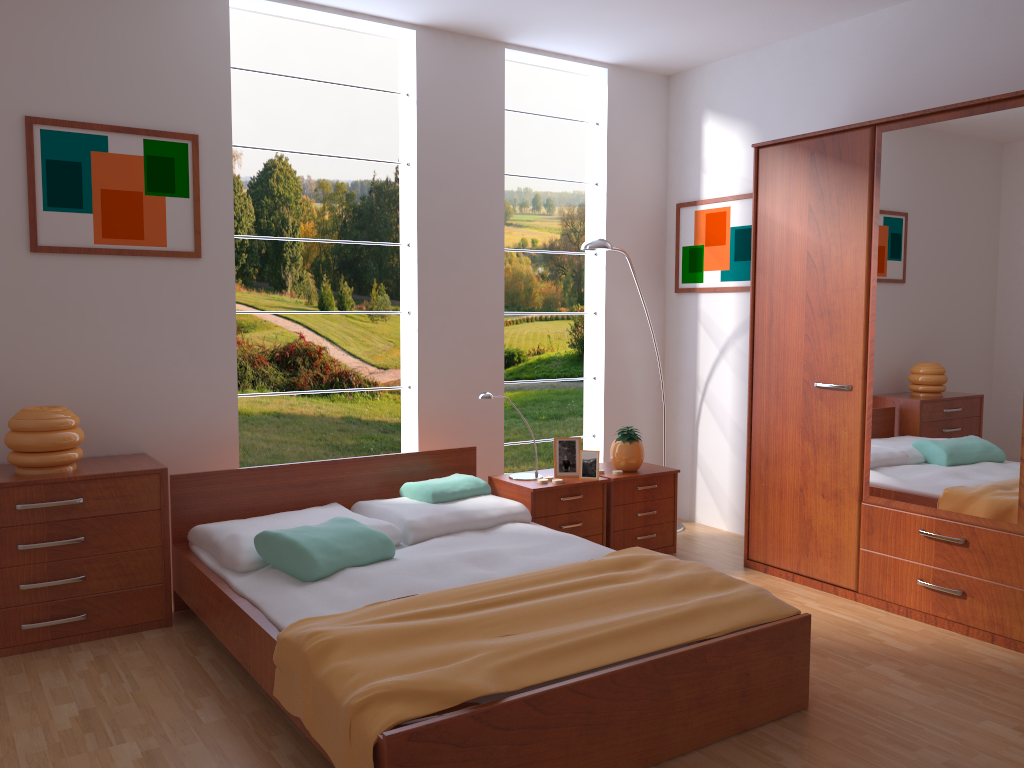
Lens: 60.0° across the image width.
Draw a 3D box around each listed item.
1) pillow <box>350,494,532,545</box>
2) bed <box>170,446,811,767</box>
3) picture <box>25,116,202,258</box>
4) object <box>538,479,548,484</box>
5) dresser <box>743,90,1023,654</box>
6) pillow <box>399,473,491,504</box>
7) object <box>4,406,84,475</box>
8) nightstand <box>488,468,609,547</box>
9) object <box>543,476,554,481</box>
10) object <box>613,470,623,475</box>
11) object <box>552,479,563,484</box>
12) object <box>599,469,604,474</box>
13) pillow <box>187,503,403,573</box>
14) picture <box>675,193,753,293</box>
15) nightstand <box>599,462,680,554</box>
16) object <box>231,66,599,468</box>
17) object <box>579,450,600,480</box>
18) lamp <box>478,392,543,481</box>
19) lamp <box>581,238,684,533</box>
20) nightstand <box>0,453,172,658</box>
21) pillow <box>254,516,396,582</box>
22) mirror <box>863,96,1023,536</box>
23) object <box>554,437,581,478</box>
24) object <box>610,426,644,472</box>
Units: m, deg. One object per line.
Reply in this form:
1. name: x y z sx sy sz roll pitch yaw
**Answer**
1. pillow: -0.308 0.574 3.886 0.630 0.182 0.574 -3 6 -35
2. bed: -0.168 0.677 3.183 1.632 0.560 1.990 -3 6 -33
3. picture: -1.598 -0.781 3.592 0.645 0.517 0.030 -3 6 -33
4. object: 0.143 0.451 4.109 0.049 0.018 0.049 4 6 43
5. dresser: 1.855 -0.048 3.462 0.487 2.004 2.017 -3 6 -33
6. pillow: -0.300 0.479 3.971 0.322 0.116 0.276 -3 6 -37
7. object: -1.743 0.207 3.310 0.264 0.244 0.264 -1 5 -17
8. nightstand: 0.171 0.667 4.252 0.439 0.442 0.377 -3 6 -33
9. object: 0.171 0.446 4.179 0.049 0.018 0.049 4 6 43
10. object: 0.517 0.434 4.339 0.049 0.018 0.049 4 6 43
11. object: 0.211 0.452 4.105 0.049 0.018 0.049 4 6 43
12. object: 0.430 0.432 4.362 0.049 0.018 0.049 4 6 43
13. pillow: -0.864 0.605 3.493 0.682 0.157 0.574 -4 6 -40
14. picture: 1.143 -0.769 4.916 0.030 0.517 0.645 -3 6 -33
15. nightstand: 0.559 0.648 4.509 0.439 0.442 0.377 -3 6 -33
16. object: -0.353 -0.543 4.545 2.205 1.815 0.033 -3 6 -33
17. object: 0.366 0.383 4.193 0.094 0.137 0.027 1 5 11
18. lamp: 0.006 0.242 4.159 0.163 0.421 0.337 5 6 44
19. lamp: 0.682 0.039 4.800 0.387 1.603 0.799 3 5 29
20. nightstand: -1.757 0.634 3.339 0.815 0.626 0.428 -3 6 -33
21. pillow: -0.671 0.588 3.202 0.334 0.164 0.425 3 5 33
22. mirror: 1.659 -0.253 3.369 0.037 1.556 0.681 -3 6 -33
23. object: 0.267 0.352 4.252 0.131 0.191 0.037 0 5 -4
24. object: 0.576 0.324 4.428 0.170 0.223 0.169 3 6 36
